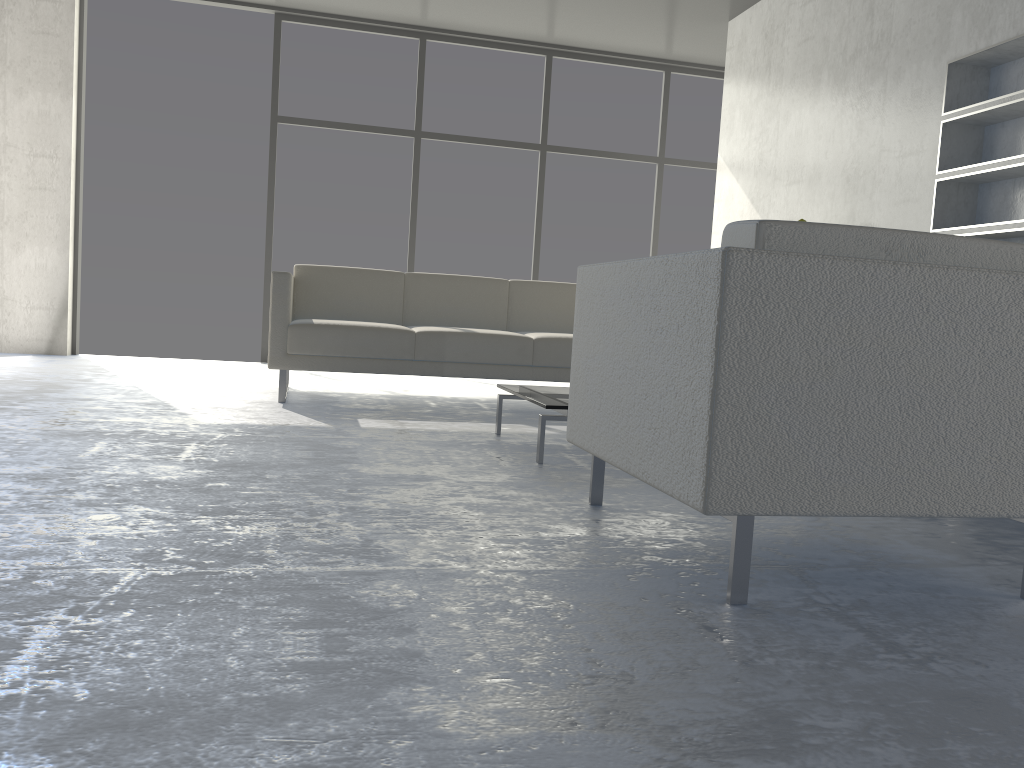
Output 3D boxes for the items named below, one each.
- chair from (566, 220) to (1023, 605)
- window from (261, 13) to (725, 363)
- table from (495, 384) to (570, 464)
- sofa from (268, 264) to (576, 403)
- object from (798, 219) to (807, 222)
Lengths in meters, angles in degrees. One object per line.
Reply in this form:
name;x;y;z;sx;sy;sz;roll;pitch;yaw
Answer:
chair;0.595;0.020;1.916;0.748;0.662;0.821;3;5;-13
window;0.234;-1.298;6.817;4.080;2.477;0.037;3;5;-13
table;0.390;0.144;3.201;0.773;0.190;0.730;3;5;-13
sofa;-0.262;-0.239;4.568;1.881;0.658;0.821;3;5;-13
object;1.287;-0.333;4.516;0.387;1.051;0.400;5;5;14
